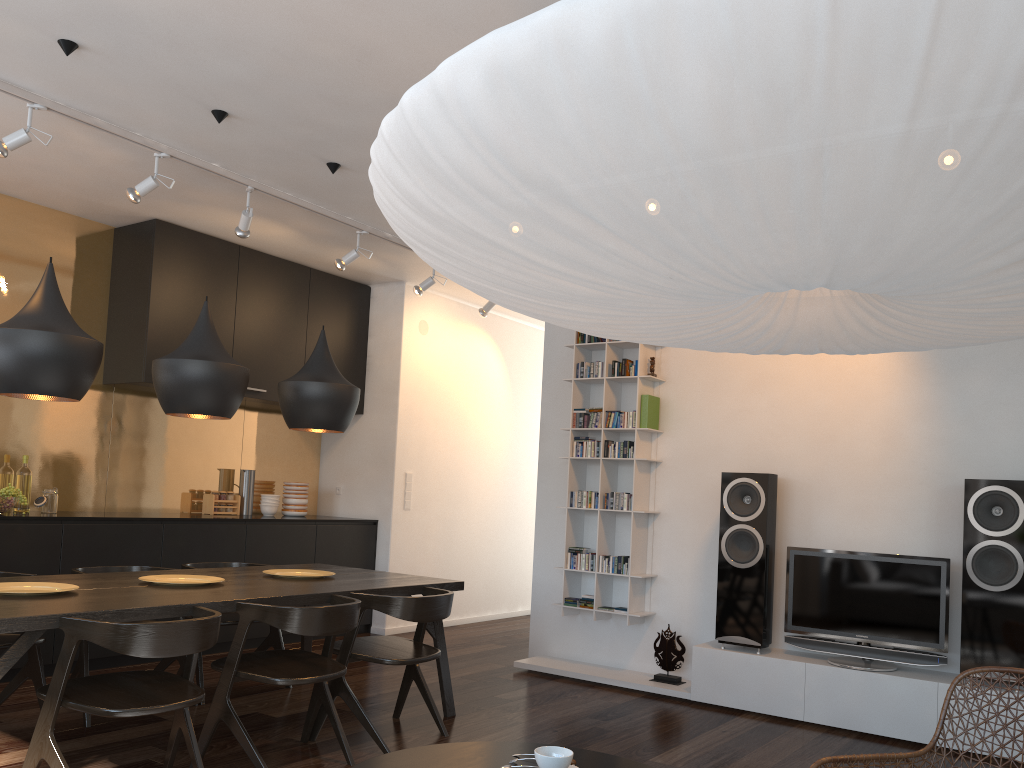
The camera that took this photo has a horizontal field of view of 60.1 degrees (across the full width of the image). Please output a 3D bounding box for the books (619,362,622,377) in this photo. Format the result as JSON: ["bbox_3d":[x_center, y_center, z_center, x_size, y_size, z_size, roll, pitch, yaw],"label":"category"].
[{"bbox_3d":[0.706,-0.087,5.639,0.020,0.092,0.070,1,-5,35],"label":"books"}]

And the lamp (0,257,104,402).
[{"bbox_3d":[-1.776,-0.216,3.366,0.412,0.538,0.412,5,-5,-21],"label":"lamp"}]

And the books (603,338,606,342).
[{"bbox_3d":[0.600,-0.311,5.735,0.057,0.098,0.069,0,-5,35],"label":"books"}]

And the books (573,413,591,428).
[{"bbox_3d":[0.465,0.245,5.802,0.101,0.104,0.096,-1,-6,35],"label":"books"}]

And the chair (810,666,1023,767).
[{"bbox_3d":[1.204,1.112,2.228,0.687,0.706,0.721,5,-6,-22],"label":"chair"}]

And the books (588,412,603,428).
[{"bbox_3d":[0.565,0.239,5.732,0.114,0.107,0.096,-1,-6,35],"label":"books"}]

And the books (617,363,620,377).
[{"bbox_3d":[0.693,-0.085,5.649,0.014,0.092,0.070,1,-5,35],"label":"books"}]

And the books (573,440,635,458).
[{"bbox_3d":[0.615,0.424,5.700,0.467,0.112,0.123,-2,-7,35],"label":"books"}]

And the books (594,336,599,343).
[{"bbox_3d":[0.559,-0.307,5.763,0.028,0.093,0.070,1,-5,35],"label":"books"}]

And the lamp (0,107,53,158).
[{"bbox_3d":[-2.175,-1.113,3.938,0.251,0.238,0.085,4,-4,-14],"label":"lamp"}]

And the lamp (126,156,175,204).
[{"bbox_3d":[-1.817,-1.027,4.466,0.250,0.239,0.085,3,-3,1],"label":"lamp"}]

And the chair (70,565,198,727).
[{"bbox_3d":[-1.894,1.251,4.332,0.519,0.668,0.596,0,-6,33],"label":"chair"}]

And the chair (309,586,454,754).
[{"bbox_3d":[-0.560,1.288,4.084,0.519,0.668,0.596,0,-6,33],"label":"chair"}]

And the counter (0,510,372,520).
[{"bbox_3d":[-2.800,0.753,5.147,0.732,0.002,5.091,-2,-9,35],"label":"counter"}]

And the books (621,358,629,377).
[{"bbox_3d":[0.727,-0.099,5.627,0.029,0.115,0.074,1,-5,35],"label":"books"}]

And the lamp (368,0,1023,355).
[{"bbox_3d":[0.501,-0.206,1.470,1.472,0.209,1.477,5,-8,-18],"label":"lamp"}]

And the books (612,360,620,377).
[{"bbox_3d":[0.665,-0.092,5.666,0.023,0.107,0.069,1,-5,35],"label":"books"}]

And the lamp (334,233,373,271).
[{"bbox_3d":[-1.002,-0.837,5.635,0.250,0.239,0.085,2,-3,6],"label":"lamp"}]

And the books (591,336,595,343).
[{"bbox_3d":[0.542,-0.310,5.774,0.019,0.098,0.075,1,-5,35],"label":"books"}]

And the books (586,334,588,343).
[{"bbox_3d":[0.508,-0.305,5.800,0.014,0.092,0.070,1,-5,35],"label":"books"}]

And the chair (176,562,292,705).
[{"bbox_3d":[-1.547,1.332,4.830,0.519,0.668,0.596,0,-6,34],"label":"chair"}]

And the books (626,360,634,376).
[{"bbox_3d":[0.747,-0.095,5.615,0.016,0.107,0.069,1,-5,35],"label":"books"}]

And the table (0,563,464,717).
[{"bbox_3d":[-1.422,1.209,3.848,1.107,0.675,2.516,-1,-8,35],"label":"table"}]

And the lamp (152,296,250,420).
[{"bbox_3d":[-1.377,-0.123,3.937,0.410,0.538,0.413,2,-5,11],"label":"lamp"}]

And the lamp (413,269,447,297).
[{"bbox_3d":[-0.574,-0.737,6.251,0.250,0.239,0.085,2,-4,11],"label":"lamp"}]

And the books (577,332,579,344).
[{"bbox_3d":[0.455,-0.310,5.839,0.016,0.107,0.069,1,-5,35],"label":"books"}]

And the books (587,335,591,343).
[{"bbox_3d":[0.524,-0.316,5.789,0.029,0.115,0.074,1,-5,35],"label":"books"}]

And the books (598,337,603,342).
[{"bbox_3d":[0.577,-0.307,5.749,0.046,0.090,0.070,0,-5,35],"label":"books"}]

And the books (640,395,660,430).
[{"bbox_3d":[0.873,0.184,5.592,0.049,0.213,0.167,1,-5,35],"label":"books"}]

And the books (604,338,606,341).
[{"bbox_3d":[0.607,-0.311,5.730,0.057,0.098,0.069,0,-5,35],"label":"books"}]

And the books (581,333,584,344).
[{"bbox_3d":[0.479,-0.312,5.816,0.023,0.107,0.069,1,-5,35],"label":"books"}]

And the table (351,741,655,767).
[{"bbox_3d":[0.009,1.143,1.940,0.847,0.470,0.852,-2,-8,37],"label":"table"}]

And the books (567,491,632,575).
[{"bbox_3d":[0.585,0.946,5.670,0.469,0.508,0.123,-1,-5,35],"label":"books"}]

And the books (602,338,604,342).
[{"bbox_3d":[0.592,-0.311,5.740,0.057,0.098,0.069,0,-5,35],"label":"books"}]

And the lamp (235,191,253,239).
[{"bbox_3d":[-1.815,-0.074,5.632,0.089,1.838,1.841,4,-5,-21],"label":"lamp"}]

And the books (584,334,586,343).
[{"bbox_3d":[0.496,-0.304,5.807,0.014,0.092,0.070,1,-5,35],"label":"books"}]

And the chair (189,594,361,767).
[{"bbox_3d":[-0.910,1.206,3.583,0.520,0.668,0.596,0,-6,36],"label":"chair"}]

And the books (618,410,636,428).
[{"bbox_3d":[0.754,0.230,5.608,0.137,0.112,0.123,-1,-7,35],"label":"books"}]

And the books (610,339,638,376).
[{"bbox_3d":[0.741,-0.203,5.661,0.228,0.331,0.108,0,-5,36],"label":"books"}]

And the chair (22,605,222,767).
[{"bbox_3d":[-1.295,1.115,3.022,0.519,0.668,0.596,0,-6,34],"label":"chair"}]

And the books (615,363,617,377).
[{"bbox_3d":[0.682,-0.085,5.658,0.014,0.092,0.070,1,-5,35],"label":"books"}]

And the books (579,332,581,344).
[{"bbox_3d":[0.465,-0.303,5.828,0.014,0.092,0.070,1,-5,35],"label":"books"}]

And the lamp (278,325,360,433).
[{"bbox_3d":[-0.978,-0.030,4.508,0.411,0.538,0.413,4,-5,-7],"label":"lamp"}]

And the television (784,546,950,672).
[{"bbox_3d":[1.877,1.197,4.710,0.346,0.597,0.790,6,-6,-36],"label":"television"}]

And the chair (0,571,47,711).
[{"bbox_3d":[-2.324,1.157,3.767,0.519,0.668,0.596,0,-6,31],"label":"chair"}]
